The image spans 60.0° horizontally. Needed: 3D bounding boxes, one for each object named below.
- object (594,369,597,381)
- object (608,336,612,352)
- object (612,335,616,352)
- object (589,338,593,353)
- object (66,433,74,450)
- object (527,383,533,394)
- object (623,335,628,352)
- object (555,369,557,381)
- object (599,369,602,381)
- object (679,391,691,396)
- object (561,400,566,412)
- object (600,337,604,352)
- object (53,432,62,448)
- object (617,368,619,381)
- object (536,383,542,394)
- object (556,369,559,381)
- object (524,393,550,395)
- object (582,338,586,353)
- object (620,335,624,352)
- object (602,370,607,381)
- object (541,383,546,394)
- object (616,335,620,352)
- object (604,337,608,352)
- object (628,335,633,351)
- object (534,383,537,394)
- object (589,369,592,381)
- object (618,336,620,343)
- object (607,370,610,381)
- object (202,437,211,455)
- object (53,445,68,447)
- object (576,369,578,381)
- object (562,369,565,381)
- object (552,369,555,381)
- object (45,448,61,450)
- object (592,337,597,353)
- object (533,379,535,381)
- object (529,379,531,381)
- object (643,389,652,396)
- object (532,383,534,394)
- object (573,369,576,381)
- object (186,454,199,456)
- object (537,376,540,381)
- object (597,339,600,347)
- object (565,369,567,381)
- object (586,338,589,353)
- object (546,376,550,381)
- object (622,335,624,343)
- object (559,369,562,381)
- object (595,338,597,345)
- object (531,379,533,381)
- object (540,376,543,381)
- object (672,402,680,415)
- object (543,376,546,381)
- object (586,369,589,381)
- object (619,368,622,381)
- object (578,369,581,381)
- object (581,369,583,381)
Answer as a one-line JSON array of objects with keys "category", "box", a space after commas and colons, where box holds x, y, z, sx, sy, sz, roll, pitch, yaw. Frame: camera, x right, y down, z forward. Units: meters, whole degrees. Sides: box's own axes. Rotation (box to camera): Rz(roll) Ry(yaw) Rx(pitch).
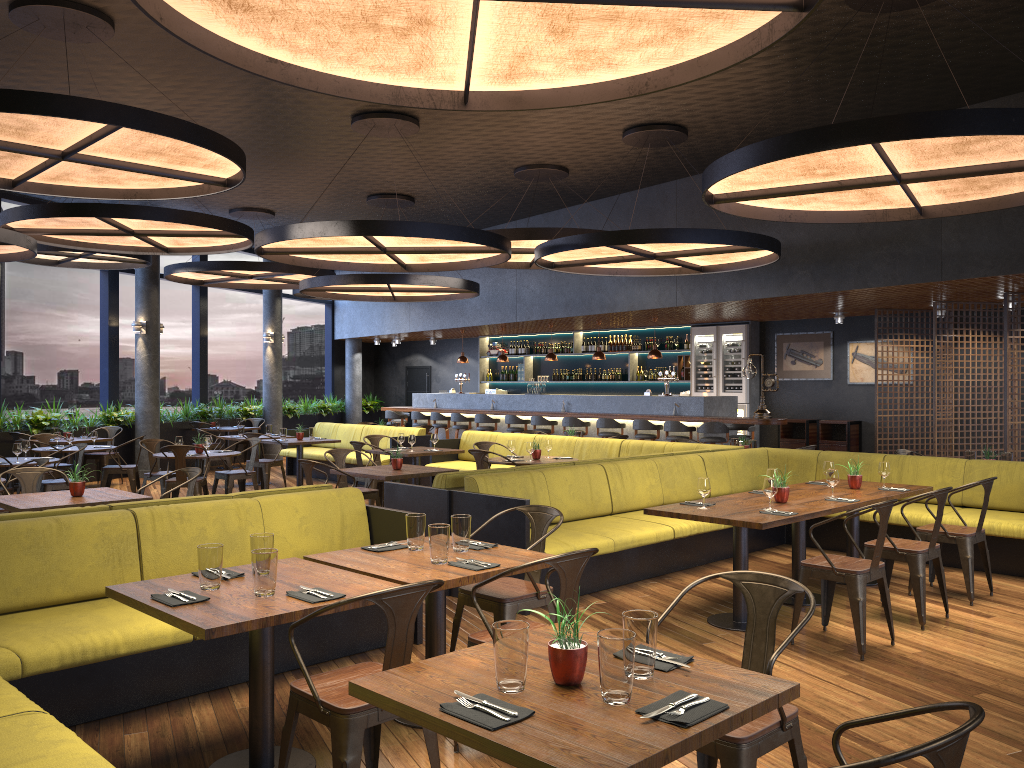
[{"category": "object", "box": [1.709, -0.186, 18.181, 0.063, 0.254, 0.063, 0, 0, 18]}, {"category": "object", "box": [1.970, -0.804, 17.755, 0.084, 0.330, 0.084, 0, 0, -38]}, {"category": "object", "box": [2.037, -0.804, 17.689, 0.084, 0.330, 0.084, 0, 0, -38]}, {"category": "object", "box": [1.616, -0.793, 18.132, 0.085, 0.310, 0.086, 0, 0, -11]}, {"category": "object", "box": [-5.670, 0.735, 11.370, 0.097, 0.206, 0.097, 0, 0, 14]}, {"category": "object", "box": [0.339, 0.093, 16.784, 0.105, 0.209, 0.105, 0, 0, -10]}, {"category": "object", "box": [2.239, -0.804, 17.479, 0.084, 0.330, 0.084, 0, 0, -38]}, {"category": "object", "box": [0.953, -0.186, 18.950, 0.063, 0.254, 0.063, 0, 0, 38]}, {"category": "object", "box": [1.798, -0.186, 18.101, 0.063, 0.254, 0.063, 0, 0, 3]}, {"category": "object", "box": [2.783, 0.152, 14.271, 0.177, 0.091, 0.091, 0, 0, 21]}, {"category": "object", "box": [0.924, 0.396, 15.891, 0.114, 0.203, 0.069, 0, 0, 35]}, {"category": "object", "box": [1.817, -0.793, 17.928, 0.085, 0.310, 0.086, 0, 0, -11]}, {"category": "object", "box": [-5.974, 0.735, 11.655, 0.097, 0.206, 0.097, 0, 0, 32]}, {"category": "object", "box": [2.126, -0.186, 17.818, 0.063, 0.254, 0.063, 0, 0, -17]}, {"category": "object", "box": [0.510, 0.093, 16.605, 0.105, 0.209, 0.105, 0, 0, -10]}, {"category": "object", "box": [0.962, -0.186, 18.801, 0.063, 0.254, 0.063, 0, 0, 33]}, {"category": "object", "box": [0.481, 0.188, 16.748, 0.273, 0.019, 0.437, 0, 0, -44]}, {"category": "object", "box": [1.476, -0.793, 18.269, 0.085, 0.310, 0.086, 0, 0, -17]}, {"category": "object", "box": [2.170, -0.804, 17.546, 0.084, 0.330, 0.084, 0, 0, -38]}, {"category": "object", "box": [1.870, -0.171, 17.907, 0.088, 0.224, 0.088, 0, 0, 15]}, {"category": "object", "box": [0.587, 0.093, 16.690, 0.105, 0.209, 0.105, 0, 0, -10]}, {"category": "object", "box": [2.102, -0.804, 17.622, 0.084, 0.330, 0.084, 0, 0, -38]}, {"category": "object", "box": [1.901, -0.793, 17.977, 0.085, 0.310, 0.086, 0, 0, -4]}, {"category": "object", "box": [2.347, -0.804, 17.548, 0.084, 0.330, 0.084, 0, 0, -38]}, {"category": "object", "box": [0.458, 0.093, 16.732, 0.105, 0.209, 0.105, 0, 0, -10]}, {"category": "object", "box": [1.611, -0.186, 18.122, 0.063, 0.254, 0.063, 0, 0, -7]}, {"category": "object", "box": [2.123, -0.804, 17.725, 0.084, 0.330, 0.084, 0, 0, -38]}, {"category": "object", "box": [1.945, -0.171, 17.830, 0.088, 0.224, 0.088, 0, 0, -30]}, {"category": "object", "box": [-3.618, 0.735, 10.501, 0.097, 0.206, 0.097, 0, 0, -38]}, {"category": "object", "box": [-6.001, 0.829, 11.827, 0.255, 0.019, 0.157, 0, 0, 32]}, {"category": "object", "box": [1.371, -0.186, 18.536, 0.063, 0.254, 0.063, 0, 0, -12]}, {"category": "object", "box": [1.099, -0.186, 18.744, 0.063, 0.254, 0.063, 0, 0, -17]}, {"category": "object", "box": [0.891, -0.186, 18.873, 0.063, 0.254, 0.063, 0, 0, 18]}, {"category": "object", "box": [-5.835, 0.829, 11.314, 0.157, 0.019, 0.255, 0, 0, 22]}, {"category": "object", "box": [1.680, -0.793, 18.064, 0.085, 0.310, 0.086, 0, 0, -17]}, {"category": "object", "box": [0.479, -0.090, 19.324, 0.042, 0.059, 0.042, 0, 0, 7]}, {"category": "object", "box": [0.396, -0.090, 19.407, 0.042, 0.059, 0.042, 0, 0, 7]}, {"category": "object", "box": [2.027, 0.144, 15.069, 0.200, 0.106, 0.766, 0, 0, -44]}, {"category": "object", "box": [0.425, 0.093, 16.851, 0.105, 0.209, 0.105, 0, 0, -10]}, {"category": "object", "box": [1.308, -0.186, 18.485, 0.063, 0.254, 0.063, 0, 0, -27]}, {"category": "object", "box": [-3.746, 0.829, 10.383, 0.157, 0.019, 0.255, 0, 0, -2]}, {"category": "object", "box": [0.584, -0.120, 19.242, 0.084, 0.119, 0.084, 0, 0, 0]}, {"category": "object", "box": [1.767, -0.793, 18.110, 0.085, 0.310, 0.086, 0, 0, -33]}, {"category": "object", "box": [1.160, -0.186, 18.809, 0.063, 0.254, 0.063, 0, 0, 18]}, {"category": "object", "box": [1.564, -0.793, 18.315, 0.085, 0.310, 0.086, 0, 0, -30]}, {"category": "object", "box": [0.766, -0.120, 19.057, 0.084, 0.119, 0.084, 0, 0, 0]}, {"category": "object", "box": [2.190, -0.804, 17.660, 0.084, 0.330, 0.084, 0, 0, -38]}, {"category": "object", "box": [1.040, -0.186, 18.862, 0.063, 0.254, 0.063, 0, 0, 3]}, {"category": "object", "box": [1.700, -0.793, 18.182, 0.085, 0.310, 0.086, 0, 0, -4]}, {"category": "object", "box": [0.436, -0.090, 19.314, 0.042, 0.059, 0.042, 0, 0, 7]}, {"category": "object", "box": [0.644, -0.120, 19.181, 0.084, 0.119, 0.084, 0, 0, 0]}, {"category": "object", "box": [2.616, 0.396, 14.178, 0.114, 0.203, 0.069, 0, 0, -10]}, {"category": "object", "box": [0.704, -0.120, 19.120, 0.084, 0.119, 0.084, 0, 0, 0]}, {"category": "object", "box": [1.541, -0.186, 18.194, 0.063, 0.254, 0.063, 0, 0, 18]}, {"category": "object", "box": [2.165, -0.186, 17.708, 0.063, 0.254, 0.063, 0, 0, 18]}, {"category": "object", "box": [1.399, -0.186, 18.382, 0.063, 0.254, 0.063, 0, 0, -2]}, {"category": "object", "box": [1.442, -0.186, 18.456, 0.063, 0.254, 0.063, 0, 0, 18]}]
